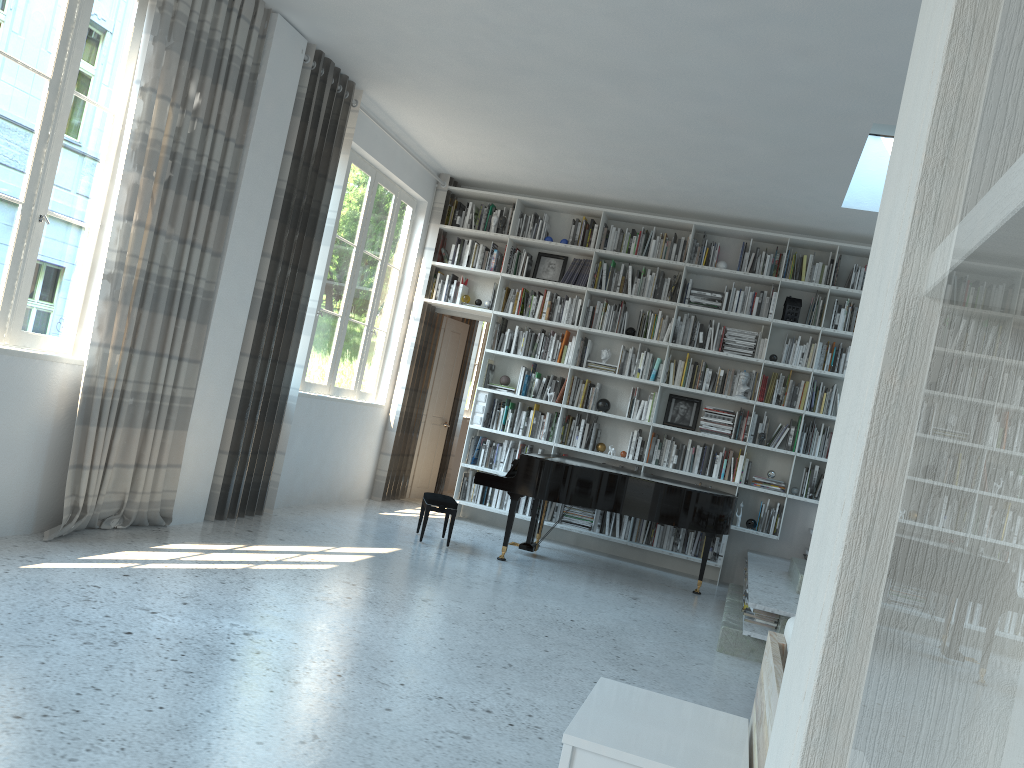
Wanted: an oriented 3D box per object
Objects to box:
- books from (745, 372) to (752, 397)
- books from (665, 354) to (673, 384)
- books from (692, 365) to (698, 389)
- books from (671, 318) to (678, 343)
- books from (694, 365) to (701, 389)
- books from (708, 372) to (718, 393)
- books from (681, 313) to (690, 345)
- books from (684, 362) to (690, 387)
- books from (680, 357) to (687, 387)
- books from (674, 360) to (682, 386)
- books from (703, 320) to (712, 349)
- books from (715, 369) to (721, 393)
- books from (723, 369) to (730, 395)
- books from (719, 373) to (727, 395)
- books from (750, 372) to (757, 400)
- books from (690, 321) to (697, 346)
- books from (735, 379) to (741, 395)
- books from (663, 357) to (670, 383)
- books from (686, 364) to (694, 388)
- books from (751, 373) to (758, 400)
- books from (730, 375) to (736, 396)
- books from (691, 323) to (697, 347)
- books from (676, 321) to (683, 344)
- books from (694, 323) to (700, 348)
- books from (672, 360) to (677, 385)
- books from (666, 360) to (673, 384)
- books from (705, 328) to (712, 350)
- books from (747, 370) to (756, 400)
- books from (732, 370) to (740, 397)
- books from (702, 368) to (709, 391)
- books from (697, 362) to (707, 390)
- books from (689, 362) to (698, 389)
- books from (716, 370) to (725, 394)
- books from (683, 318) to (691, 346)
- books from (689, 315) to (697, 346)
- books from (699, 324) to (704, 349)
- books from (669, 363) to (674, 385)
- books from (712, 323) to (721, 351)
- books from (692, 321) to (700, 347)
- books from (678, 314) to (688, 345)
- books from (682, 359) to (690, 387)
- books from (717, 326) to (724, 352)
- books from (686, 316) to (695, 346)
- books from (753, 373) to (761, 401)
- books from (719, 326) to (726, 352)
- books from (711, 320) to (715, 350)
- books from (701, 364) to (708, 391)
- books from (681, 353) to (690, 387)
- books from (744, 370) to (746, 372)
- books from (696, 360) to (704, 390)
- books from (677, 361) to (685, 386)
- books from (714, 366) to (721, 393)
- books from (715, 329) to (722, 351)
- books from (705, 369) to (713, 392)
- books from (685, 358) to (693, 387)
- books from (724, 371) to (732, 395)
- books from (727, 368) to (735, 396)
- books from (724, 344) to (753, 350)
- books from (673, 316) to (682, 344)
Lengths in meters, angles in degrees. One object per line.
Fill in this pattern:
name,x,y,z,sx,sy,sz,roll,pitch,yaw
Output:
books,2.122,0.023,7.970,0.025,0.259,0.130,12,-1,15
books,1.443,-0.126,8.175,0.010,0.282,0.140,12,-1,15
books,1.673,-0.052,8.088,0.012,0.228,0.170,12,-1,15
books,1.504,-0.476,8.174,0.012,0.254,0.161,12,-1,15
books,1.694,-0.052,8.091,0.025,0.236,0.137,12,-1,15
books,1.827,-0.006,8.058,0.050,0.199,0.146,12,-1,15
books,1.598,-0.486,8.157,0.014,0.313,0.133,12,-1,15
books,1.608,-0.074,8.116,0.010,0.244,0.149,12,-1,15
books,1.579,-0.100,8.138,0.010,0.284,0.136,12,-1,15
books,1.528,-0.092,8.144,0.026,0.248,0.139,12,-1,15
books,1.781,-0.435,8.095,0.022,0.285,0.131,12,-1,15
books,1.869,-0.016,8.034,0.010,0.234,0.175,12,-1,15
books,1.930,-0.009,7.997,0.012,0.245,0.186,12,-1,15
books,1.909,0.009,8.012,0.029,0.200,0.178,12,-1,15
books,2.163,0.028,7.952,0.014,0.266,0.154,12,-1,15
books,1.661,-0.443,8.123,0.011,0.252,0.153,12,-1,15
books,2.044,0.037,7.990,0.035,0.201,0.149,12,-1,15
books,1.427,-0.116,8.168,0.012,0.254,0.161,12,-1,15
books,1.634,-0.060,8.114,0.024,0.228,0.147,12,-1,15
books,2.178,0.034,7.960,0.014,0.261,0.137,12,-1,15
books,1.997,0.025,8.012,0.022,0.206,0.114,12,-1,15
books,1.671,-0.431,8.120,0.014,0.233,0.147,12,-1,15
books,1.545,-0.454,8.167,0.027,0.228,0.147,12,-1,15
books,1.696,-0.430,8.110,0.011,0.239,0.147,12,-1,15
books,1.493,-0.096,8.144,0.042,0.242,0.162,12,-1,15
books,1.448,-0.102,8.170,0.011,0.235,0.142,12,-1,15
books,1.794,-0.398,8.082,0.024,0.216,0.148,12,-1,15
books,2.150,0.019,7.973,0.025,0.279,0.108,12,-1,15
books,2.023,0.003,8.000,0.024,0.259,0.126,12,-1,15
books,1.762,-0.028,8.063,0.024,0.216,0.175,12,-1,15
books,1.729,-0.062,8.060,0.027,0.267,0.190,12,-1,15
books,1.663,-0.070,8.113,0.028,0.259,0.134,12,-1,15
books,1.883,-0.008,8.018,0.029,0.224,0.185,12,-1,15
books,1.605,-0.462,8.126,0.025,0.266,0.185,12,-1,15
books,1.655,-0.469,8.124,0.011,0.300,0.179,12,-1,15
books,1.731,-0.421,8.094,0.066,0.236,0.154,12,-1,15
books,1.469,-0.084,8.137,0.053,0.208,0.156,12,-1,15
books,1.856,-0.412,8.055,0.021,0.269,0.192,12,-1,15
books,1.685,-0.437,8.113,0.014,0.250,0.173,12,-1,15
books,1.573,-0.484,8.144,0.026,0.297,0.179,12,-1,15
books,1.590,-0.090,8.088,0.015,0.266,0.189,12,-1,15
books,1.895,-0.392,8.051,0.015,0.245,0.183,12,-1,15
books,1.638,-0.469,8.136,0.029,0.295,0.151,12,-1,15
books,2.198,0.036,7.962,0.023,0.264,0.107,12,-1,15
books,1.905,-0.391,8.035,0.013,0.247,0.176,12,-1,15
books,1.829,-0.429,8.078,0.049,0.291,0.162,12,-1,15
books,1.752,-0.048,8.081,0.011,0.251,0.130,12,-1,15
books,1.583,-0.117,8.093,0.014,0.317,0.188,12,-1,15
books,2.075,0.012,7.993,0.014,0.263,0.135,12,-1,15
books,1.715,-0.072,8.079,0.013,0.283,0.177,12,-1,15
books,1.552,-0.083,8.131,0.029,0.240,0.156,12,-1,15
books,1.861,-0.030,8.041,0.014,0.258,0.161,12,-1,15
books,1.876,-0.381,8.064,0.024,0.216,0.132,12,-1,15
books,1.788,-0.022,8.057,0.030,0.215,0.168,12,-1,15
books,1.617,-0.091,8.097,0.010,0.281,0.170,12,-1,15
books,1.955,0.004,8.027,0.025,0.230,0.143,12,-1,15
books,1.977,-0.006,8.003,0.025,0.258,0.150,12,-1,15
books,2.052,-0.328,8.015,0.254,0.012,0.161,11,-2,17
books,1.520,-0.479,8.159,0.026,0.267,0.171,12,-1,15
